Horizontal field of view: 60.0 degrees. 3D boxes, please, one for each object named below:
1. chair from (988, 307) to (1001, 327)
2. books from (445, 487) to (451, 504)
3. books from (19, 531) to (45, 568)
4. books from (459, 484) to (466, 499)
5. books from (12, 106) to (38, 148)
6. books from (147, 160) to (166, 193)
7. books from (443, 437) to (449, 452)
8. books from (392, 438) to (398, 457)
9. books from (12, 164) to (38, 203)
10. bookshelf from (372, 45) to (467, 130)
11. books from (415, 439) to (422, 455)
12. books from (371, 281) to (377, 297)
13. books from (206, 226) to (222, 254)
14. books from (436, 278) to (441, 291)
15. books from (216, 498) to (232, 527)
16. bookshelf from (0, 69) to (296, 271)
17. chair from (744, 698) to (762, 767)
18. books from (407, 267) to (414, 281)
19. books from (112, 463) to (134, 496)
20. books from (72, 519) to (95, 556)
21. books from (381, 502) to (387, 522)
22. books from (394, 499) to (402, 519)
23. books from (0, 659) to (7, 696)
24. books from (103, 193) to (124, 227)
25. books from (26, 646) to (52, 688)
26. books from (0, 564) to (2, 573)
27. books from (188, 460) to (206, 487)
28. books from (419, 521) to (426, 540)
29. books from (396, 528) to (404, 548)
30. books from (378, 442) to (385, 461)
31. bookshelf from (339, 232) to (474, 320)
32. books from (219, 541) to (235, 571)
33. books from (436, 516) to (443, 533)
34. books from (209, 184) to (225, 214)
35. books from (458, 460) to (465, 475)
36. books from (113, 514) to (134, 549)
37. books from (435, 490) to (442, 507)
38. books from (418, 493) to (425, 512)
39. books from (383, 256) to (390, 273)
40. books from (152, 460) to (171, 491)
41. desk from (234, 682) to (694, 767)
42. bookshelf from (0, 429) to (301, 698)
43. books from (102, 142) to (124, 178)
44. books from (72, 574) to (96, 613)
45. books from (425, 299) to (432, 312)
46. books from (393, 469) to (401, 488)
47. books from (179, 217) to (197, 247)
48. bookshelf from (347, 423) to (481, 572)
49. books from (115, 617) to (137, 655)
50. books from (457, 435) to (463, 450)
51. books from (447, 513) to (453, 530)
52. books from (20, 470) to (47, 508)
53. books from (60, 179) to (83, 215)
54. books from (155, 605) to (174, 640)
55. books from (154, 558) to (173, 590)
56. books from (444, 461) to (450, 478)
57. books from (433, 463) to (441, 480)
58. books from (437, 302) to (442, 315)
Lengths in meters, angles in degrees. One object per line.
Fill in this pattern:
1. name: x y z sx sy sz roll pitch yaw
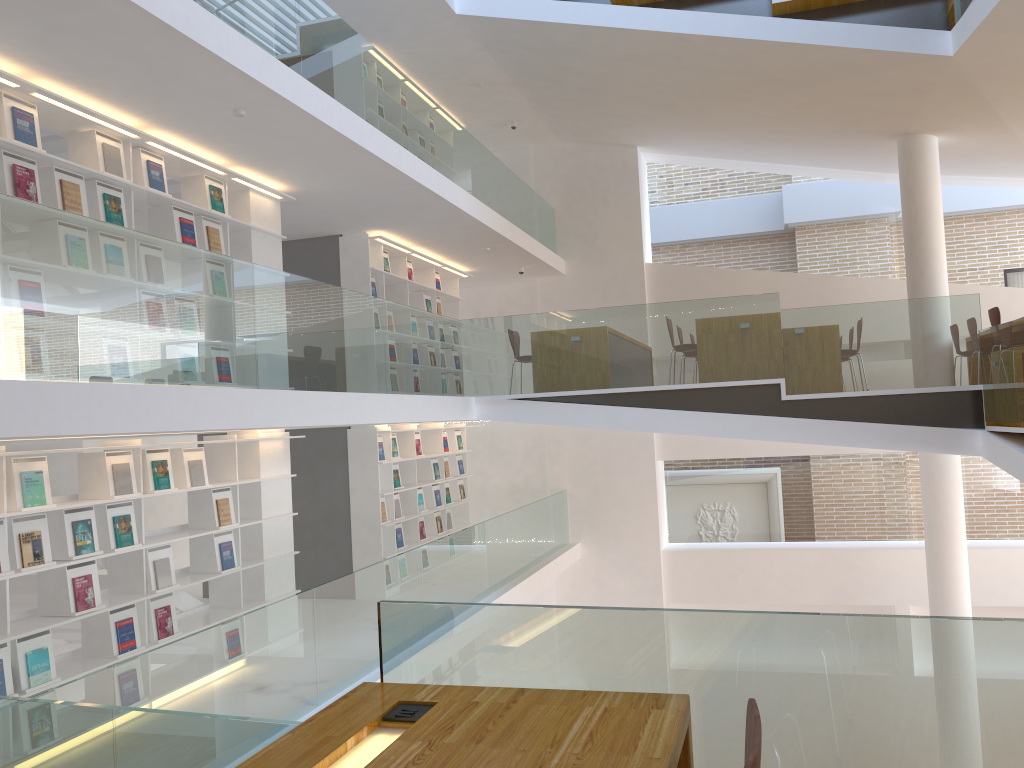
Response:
1. chair: 4.520 -0.347 7.941 0.381 0.693 0.428 -4 -3 16
2. books: -0.821 1.433 11.355 0.037 0.210 0.145 -4 -3 16
3. books: -2.691 0.936 4.974 0.037 0.210 0.145 -4 -3 16
4. books: -0.662 1.453 11.886 0.037 0.210 0.145 -4 -3 16
5. books: -2.797 -1.469 5.088 0.037 0.210 0.145 -4 -3 16
6. books: -2.474 -1.439 6.169 0.037 0.210 0.145 -4 -3 16
7. books: -0.852 0.784 11.397 0.037 0.210 0.145 -4 -3 16
8. books: -1.312 0.706 9.862 0.037 0.210 0.145 -4 -3 16
9. books: -2.783 -1.139 5.074 0.037 0.210 0.145 -4 -3 16
10. bookshelf: -1.251 -2.706 10.917 0.498 1.836 2.984 -4 -3 16
11. books: -1.112 0.760 10.527 0.037 0.210 0.145 -4 -3 16
12. books: -1.500 -1.002 9.584 0.037 0.210 0.145 -4 -3 16
13. books: -2.275 -1.091 6.778 0.037 0.210 0.145 -4 -3 16
14. books: -0.956 -1.263 11.484 0.037 0.210 0.145 -4 -3 16
15. books: -2.171 0.972 6.687 0.037 0.210 0.145 -4 -3 16
16. bookshelf: -2.598 -0.796 5.980 0.498 1.836 3.666 -4 -3 16
17. chair: 0.228 0.901 1.435 0.381 0.693 0.428 -4 -3 16
18. books: -1.216 -1.287 10.614 0.037 0.210 0.145 -4 -3 16
19. books: -2.491 0.613 5.676 0.037 0.210 0.145 -4 -3 16
20. books: -2.577 0.923 5.334 0.037 0.210 0.145 -4 -3 16
21. books: -1.385 1.370 9.475 0.037 0.210 0.145 -4 -3 16
22. books: -1.273 1.390 9.840 0.037 0.210 0.145 -4 -3 16
23. books: -2.731 1.569 4.661 0.037 0.210 0.145 -4 -3 16
24. books: -2.579 -1.119 5.746 0.037 0.210 0.145 -4 -3 16
25. books: -2.642 1.590 4.955 0.037 0.210 0.145 -4 -3 16
26. books: -2.770 0.912 4.679 0.037 0.210 0.145 -4 -3 16
27. books: -2.272 0.654 6.403 0.037 0.210 0.145 -4 -3 16
28. books: -1.063 1.731 10.485 0.037 0.210 0.145 -4 -3 16
29. books: -1.249 1.709 9.850 0.037 0.210 0.145 -4 -3 16
30. books: -1.410 0.729 9.518 0.037 0.210 0.145 -4 -3 16
31. bookshelf: -1.148 -0.664 10.830 0.498 1.836 2.984 -4 -3 16
32. books: -2.147 1.299 6.688 0.037 0.210 0.145 -4 -3 16
33. books: -0.899 1.749 11.023 0.037 0.210 0.145 -4 -3 16
34. books: -2.274 -1.419 6.840 0.037 0.210 0.145 -4 -3 16
35. books: -0.679 1.128 11.897 0.037 0.210 0.145 -4 -3 16
36. books: -2.476 0.943 5.655 0.037 0.210 0.145 -4 -3 16
37. books: -0.917 1.425 11.033 0.037 0.210 0.145 -4 -3 16
38. books: -1.079 1.403 10.499 0.037 0.210 0.145 -4 -3 16
39. books: -1.413 -1.321 9.955 0.037 0.210 0.145 -4 -3 16
40. books: -2.385 0.624 6.031 0.037 0.210 0.145 -4 -3 16
41. desk: -0.663 1.112 0.540 1.285 0.918 3.236 -4 -3 16
42. bookshelf: -2.542 1.263 5.907 0.397 1.836 3.666 -4 -3 16
43. books: -2.594 -1.449 5.766 0.037 0.210 0.145 -4 -3 16
44. books: -2.562 1.256 5.309 0.037 0.210 0.145 -4 -3 16
45. books: -1.040 -0.958 11.135 0.037 0.210 0.145 -4 -3 16
46. books: -1.285 1.060 9.869 0.037 0.210 0.145 -4 -3 16
47. books: -2.365 -1.102 6.475 0.037 0.210 0.145 -4 -3 16
48. bookshelf: -1.044 1.392 10.742 0.498 1.836 2.984 -4 -3 16
49. books: -2.447 1.599 5.623 0.037 0.210 0.145 -4 -3 16
50. books: -0.699 0.793 11.912 0.037 0.210 0.145 -4 -3 16
51. books: -0.804 1.758 11.341 0.037 0.210 0.145 -4 -3 16
52. books: -2.694 0.595 4.995 0.037 0.210 0.145 -4 -3 16
53. books: -2.684 -1.128 5.406 0.037 0.210 0.145 -4 -3 16
54. books: -2.342 1.609 5.976 0.037 0.210 0.145 -4 -3 16
55. books: -2.355 1.289 5.990 0.037 0.210 0.145 -4 -3 16
56. books: -0.836 1.098 11.384 0.037 0.210 0.145 -4 -3 16
57. books: -0.936 1.089 11.048 0.037 0.210 0.145 -4 -3 16
58. books: -0.940 -0.949 11.471 0.037 0.210 0.145 -4 -3 16
